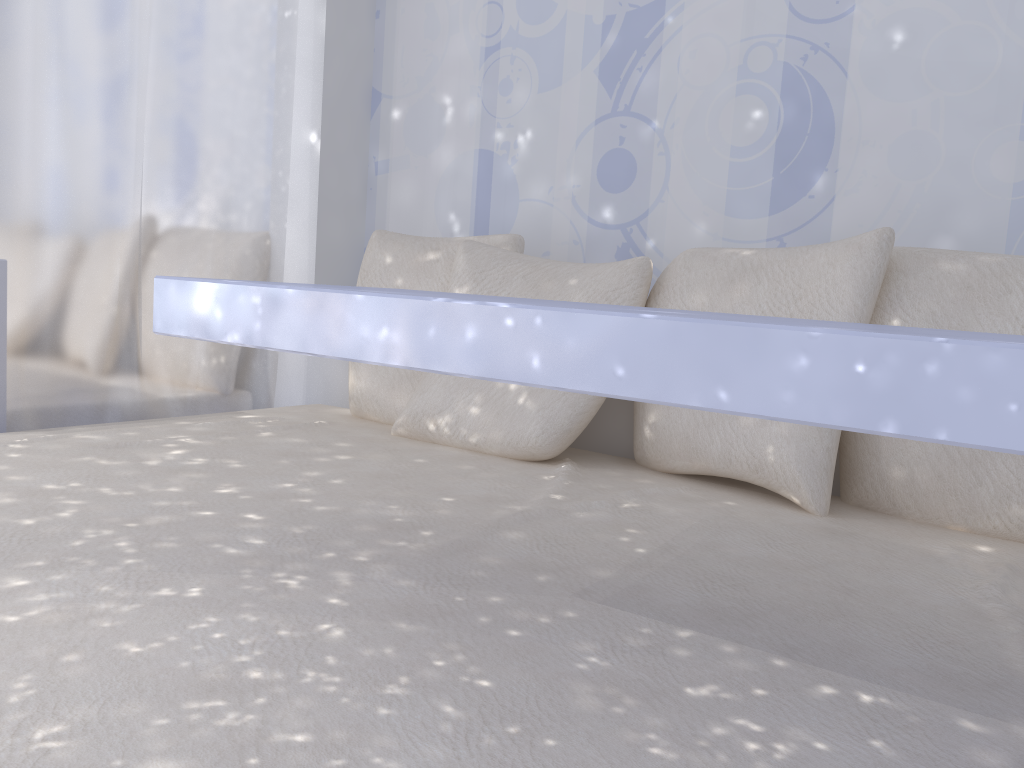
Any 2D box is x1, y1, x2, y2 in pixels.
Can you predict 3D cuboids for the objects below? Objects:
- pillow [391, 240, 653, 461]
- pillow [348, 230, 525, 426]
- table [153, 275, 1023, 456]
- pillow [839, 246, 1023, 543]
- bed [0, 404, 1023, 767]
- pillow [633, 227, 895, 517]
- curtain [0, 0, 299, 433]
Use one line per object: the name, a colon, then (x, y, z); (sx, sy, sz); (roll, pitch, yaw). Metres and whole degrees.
pillow: (0.021, -0.083, 2.009); (0.528, 0.482, 0.307); (9, 8, 38)
pillow: (-0.210, -0.140, 2.270); (0.572, 0.510, 0.231); (8, 7, 33)
table: (0.138, 0.152, 0.899); (1.065, 0.450, 0.416); (8, 7, 33)
pillow: (0.841, 0.021, 1.560); (0.524, 0.521, 0.230); (8, 7, 31)
bed: (-0.321, 0.401, 1.212); (2.200, 0.427, 2.016); (8, 7, 33)
pillow: (0.472, -0.051, 1.774); (0.233, 0.527, 0.537); (-1, 8, -36)
curtain: (-1.177, -0.591, 1.714); (0.125, 1.559, 1.998); (8, 7, 32)
